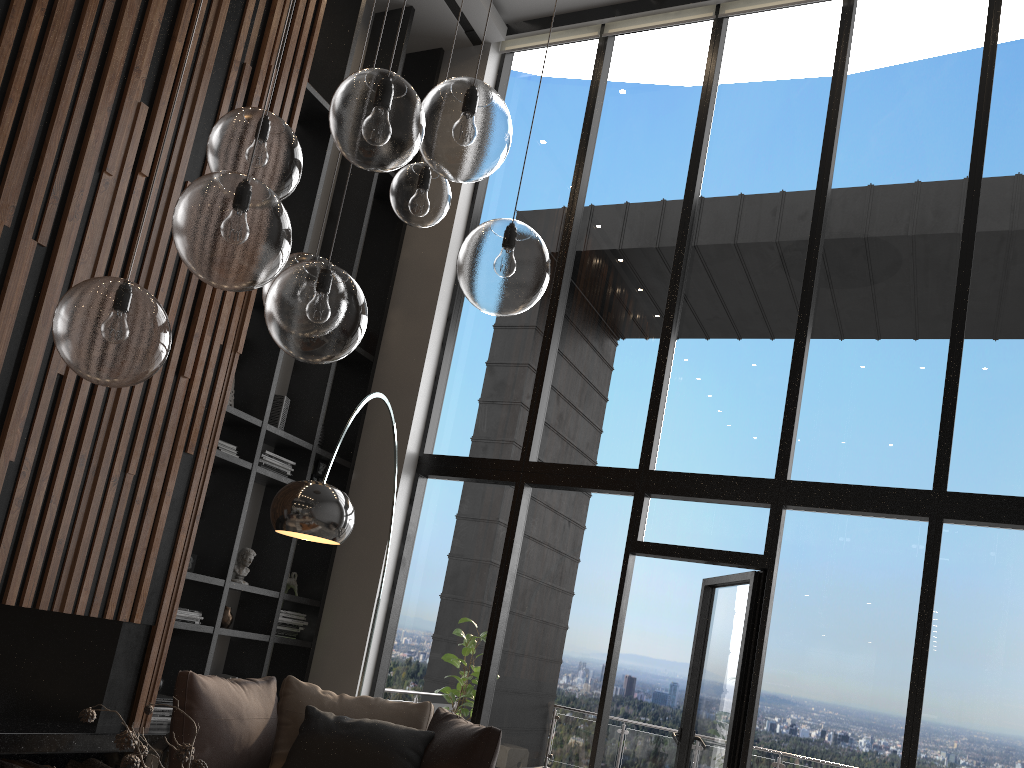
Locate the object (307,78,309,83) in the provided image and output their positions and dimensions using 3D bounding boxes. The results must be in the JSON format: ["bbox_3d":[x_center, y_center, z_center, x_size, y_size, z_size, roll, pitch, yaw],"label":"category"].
[{"bbox_3d":[-1.398,-1.982,5.746,0.131,0.167,0.133,13,-12,-11],"label":"object"}]

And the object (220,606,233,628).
[{"bbox_3d":[-1.850,1.505,5.663,0.102,0.138,0.104,16,-13,-24],"label":"object"}]

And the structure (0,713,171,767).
[{"bbox_3d":[-2.929,1.445,3.224,0.664,0.445,6.782,3,-19,27],"label":"structure"}]

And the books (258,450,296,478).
[{"bbox_3d":[-1.630,0.537,5.817,0.218,0.125,0.335,3,-18,26],"label":"books"}]

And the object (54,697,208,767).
[{"bbox_3d":[-0.829,1.008,1.959,0.543,0.587,0.326,11,-11,-2],"label":"object"}]

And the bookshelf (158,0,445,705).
[{"bbox_3d":[-1.471,-0.386,5.945,0.336,5.171,1.507,6,-10,28],"label":"bookshelf"}]

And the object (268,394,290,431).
[{"bbox_3d":[-1.575,0.209,5.863,0.104,0.252,0.107,9,-10,8],"label":"object"}]

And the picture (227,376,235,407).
[{"bbox_3d":[-1.827,0.033,5.468,0.113,0.263,0.224,5,-13,28],"label":"picture"}]

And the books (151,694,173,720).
[{"bbox_3d":[-2.147,1.890,5.142,0.218,0.123,0.351,3,-18,26],"label":"books"}]

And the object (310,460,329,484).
[{"bbox_3d":[-1.378,0.662,6.234,0.059,0.227,0.195,5,-13,30],"label":"object"}]

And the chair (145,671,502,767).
[{"bbox_3d":[-0.809,1.801,3.810,1.480,0.874,1.493,21,-18,-34],"label":"chair"}]

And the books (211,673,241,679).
[{"bbox_3d":[-1.886,2.018,5.642,0.173,0.279,0.345,5,-15,27],"label":"books"}]

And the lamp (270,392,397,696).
[{"bbox_3d":[-0.813,1.173,4.152,0.319,2.267,2.101,10,-13,5],"label":"lamp"}]

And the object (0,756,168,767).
[{"bbox_3d":[-2.282,1.934,4.184,0.433,0.379,4.192,3,-18,28],"label":"object"}]

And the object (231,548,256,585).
[{"bbox_3d":[-1.762,1.186,5.707,0.140,0.238,0.138,15,-12,-21],"label":"object"}]

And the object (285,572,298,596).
[{"bbox_3d":[-1.589,1.340,6.152,0.130,0.273,0.261,7,-13,20],"label":"object"}]

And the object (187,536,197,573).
[{"bbox_3d":[-1.981,1.015,5.283,0.059,0.228,0.195,6,-13,26],"label":"object"}]

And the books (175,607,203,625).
[{"bbox_3d":[-2.023,1.364,5.213,0.218,0.076,0.335,2,-19,26],"label":"books"}]

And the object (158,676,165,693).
[{"bbox_3d":[-2.120,1.767,5.157,0.135,0.129,0.139,9,-13,7],"label":"object"}]

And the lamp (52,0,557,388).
[{"bbox_3d":[-0.060,-2.249,2.397,1.223,4.861,1.271,7,-10,25],"label":"lamp"}]

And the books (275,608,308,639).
[{"bbox_3d":[-1.624,1.653,6.078,0.216,0.185,0.388,4,-17,27],"label":"books"}]

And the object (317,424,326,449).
[{"bbox_3d":[-1.411,0.389,6.276,0.140,0.212,0.146,7,-12,18],"label":"object"}]

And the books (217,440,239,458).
[{"bbox_3d":[-1.850,0.390,5.388,0.325,0.070,0.182,2,-18,26],"label":"books"}]
